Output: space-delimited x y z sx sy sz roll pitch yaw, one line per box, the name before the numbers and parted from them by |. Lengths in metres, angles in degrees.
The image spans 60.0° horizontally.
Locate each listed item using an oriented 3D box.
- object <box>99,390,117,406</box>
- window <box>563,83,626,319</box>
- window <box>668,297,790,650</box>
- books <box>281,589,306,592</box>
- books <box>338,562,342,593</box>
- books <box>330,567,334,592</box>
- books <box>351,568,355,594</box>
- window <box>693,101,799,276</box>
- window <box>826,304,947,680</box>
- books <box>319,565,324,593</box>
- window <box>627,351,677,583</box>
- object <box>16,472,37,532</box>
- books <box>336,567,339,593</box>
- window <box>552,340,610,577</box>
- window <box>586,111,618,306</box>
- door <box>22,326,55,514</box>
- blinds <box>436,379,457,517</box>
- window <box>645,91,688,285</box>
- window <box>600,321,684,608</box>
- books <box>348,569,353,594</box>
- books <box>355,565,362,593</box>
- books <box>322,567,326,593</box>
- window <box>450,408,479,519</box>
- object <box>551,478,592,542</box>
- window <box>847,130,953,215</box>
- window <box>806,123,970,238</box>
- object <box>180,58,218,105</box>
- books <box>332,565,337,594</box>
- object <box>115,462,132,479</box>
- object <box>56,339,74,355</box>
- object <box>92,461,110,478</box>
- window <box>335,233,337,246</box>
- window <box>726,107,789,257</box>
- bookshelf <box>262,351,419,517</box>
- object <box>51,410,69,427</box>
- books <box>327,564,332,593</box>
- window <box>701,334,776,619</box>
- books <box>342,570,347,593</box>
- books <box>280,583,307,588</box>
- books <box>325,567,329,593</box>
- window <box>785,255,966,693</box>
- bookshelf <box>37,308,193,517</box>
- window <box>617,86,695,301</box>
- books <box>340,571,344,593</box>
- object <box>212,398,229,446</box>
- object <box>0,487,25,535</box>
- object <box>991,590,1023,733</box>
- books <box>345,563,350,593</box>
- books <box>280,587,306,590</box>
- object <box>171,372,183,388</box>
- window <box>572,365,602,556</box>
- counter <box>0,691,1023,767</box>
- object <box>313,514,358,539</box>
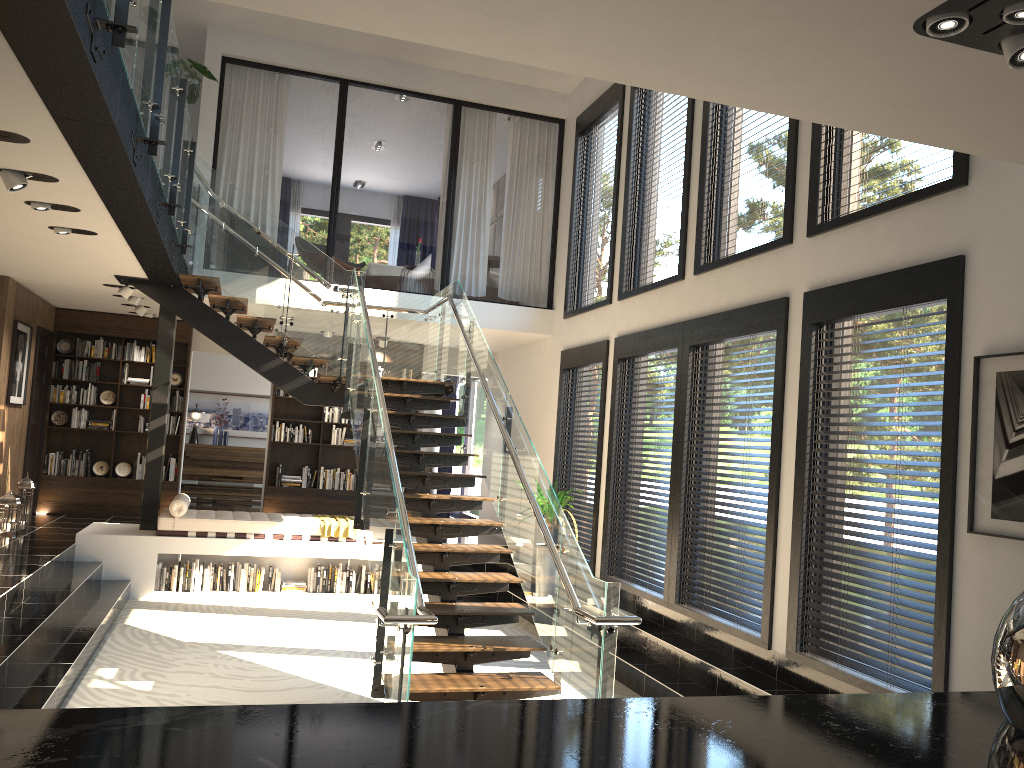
object | -5.410 0.189 11.870 0.212 0.222 0.082 5 -4 -17
window | 1.075 -2.029 10.122 0.358 2.473 1.394 5 -4 -17
window | 1.805 0.663 6.968 0.358 2.473 1.499 5 -4 -17
books | -2.423 2.279 9.816 0.257 0.024 0.167 5 -4 -17
books | -1.944 2.170 9.968 0.029 0.326 0.153 5 -4 -17
books | -2.029 2.192 9.964 0.026 0.270 0.128 5 -4 -17
books | -1.799 2.216 9.980 0.019 0.256 0.186 5 -4 -17
window | 2.018 -2.181 7.074 0.358 2.473 1.394 5 -4 -17
window | 2.361 0.590 5.410 0.005 2.295 1.221 5 -4 -17
books | -2.138 2.174 9.910 0.031 0.284 0.176 5 -4 -17
window | 1.434 0.740 8.409 0.005 2.295 1.313 5 -4 -17
object | -5.304 1.281 9.659 0.182 0.642 0.182 5 -3 -17
books | -1.967 2.195 9.940 0.027 0.270 0.188 5 -4 -17
window | 0.880 0.815 9.958 0.358 2.473 1.394 5 -4 -17
window | 1.145 -2.023 10.135 0.005 2.295 1.221 5 -4 -17
door | -5.959 0.487 11.053 0.104 2.345 0.931 5 -4 -17
blinds | -1.191 1.014 15.987 0.161 2.768 1.080 5 -4 -18
window | 1.617 -2.099 8.611 0.005 2.295 1.221 5 -4 -17
window | 1.363 0.734 8.396 0.358 2.473 1.499 5 -4 -17
books | -1.825 2.216 9.972 0.036 0.253 0.178 5 -4 -17
books | -1.744 2.205 10.028 0.066 0.293 0.142 5 -4 -17
books | -2.103 2.183 9.893 0.029 0.268 0.173 5 -4 -17
window | -0.762 1.075 15.175 0.184 2.474 2.982 5 -4 -17
object | 0.375 1.658 9.290 0.877 1.337 0.830 6 -4 -28
window | 2.556 -2.251 5.574 0.005 2.295 1.221 5 -4 -17
window | 2.486 -2.257 5.561 0.358 2.473 1.394 5 -4 -17
object | -3.124 -2.231 7.044 1.465 1.553 1.260 6 -4 -29
books | -1.985 2.183 9.912 0.026 0.286 0.204 5 -4 -17
object | -5.205 1.153 11.872 0.212 0.222 0.082 5 -4 -17
object | -5.904 -0.488 11.717 0.212 0.222 0.082 5 -4 -17
object | -5.468 1.130 11.796 0.212 0.222 0.082 5 -4 -17
window | -3.165 -1.975 16.167 3.525 2.310 0.184 5 -3 -17
window | 2.088 -2.176 7.087 0.005 2.295 1.221 5 -4 -17
bookshelf | -2.414 0.679 12.790 2.091 2.680 0.273 5 -3 -17
object | -5.963 0.456 11.690 0.212 0.222 0.082 5 -4 -17
books | -2.047 2.171 9.924 0.035 0.304 0.151 5 -4 -17
window | 1.875 0.669 6.981 0.005 2.295 1.313 5 -4 -17
books | -1.893 2.222 9.972 0.028 0.231 0.158 5 -4 -17
books | -2.421 2.231 9.823 0.274 0.025 0.156 5 -4 -20
books | -2.078 2.186 9.910 0.029 0.267 0.147 5 -4 -17
window | 2.291 0.584 5.397 0.358 2.473 1.394 5 -4 -17
bookshelf | -5.297 0.418 11.908 1.704 2.680 0.273 5 -3 -17
window | 1.547 -2.105 8.598 0.358 2.473 1.394 5 -4 -17
books | -1.924 2.223 9.981 0.026 0.225 0.132 5 -4 -17
object | -5.117 0.673 15.635 0.272 0.859 0.270 4 -3 -3
object | -5.337 1.340 9.406 0.262 0.483 0.262 5 -4 -17
object | 0.592 0.285 0.856 0.227 0.228 0.227 1 -4 34
books | -1.860 2.181 9.979 0.033 0.318 0.153 5 -4 -17
books | -2.422 2.255 9.817 0.261 0.024 0.167 5 -4 -20
object | -4.606 -0.056 12.109 0.212 0.222 0.082 5 -4 -17
window | 0.950 0.821 9.971 0.005 2.295 1.221 5 -4 -17
counter | 0.046 0.300 0.493 3.574 0.041 0.698 5 -4 -17
object | -2.091 1.800 10.334 0.466 0.510 1.167 5 -4 -17
